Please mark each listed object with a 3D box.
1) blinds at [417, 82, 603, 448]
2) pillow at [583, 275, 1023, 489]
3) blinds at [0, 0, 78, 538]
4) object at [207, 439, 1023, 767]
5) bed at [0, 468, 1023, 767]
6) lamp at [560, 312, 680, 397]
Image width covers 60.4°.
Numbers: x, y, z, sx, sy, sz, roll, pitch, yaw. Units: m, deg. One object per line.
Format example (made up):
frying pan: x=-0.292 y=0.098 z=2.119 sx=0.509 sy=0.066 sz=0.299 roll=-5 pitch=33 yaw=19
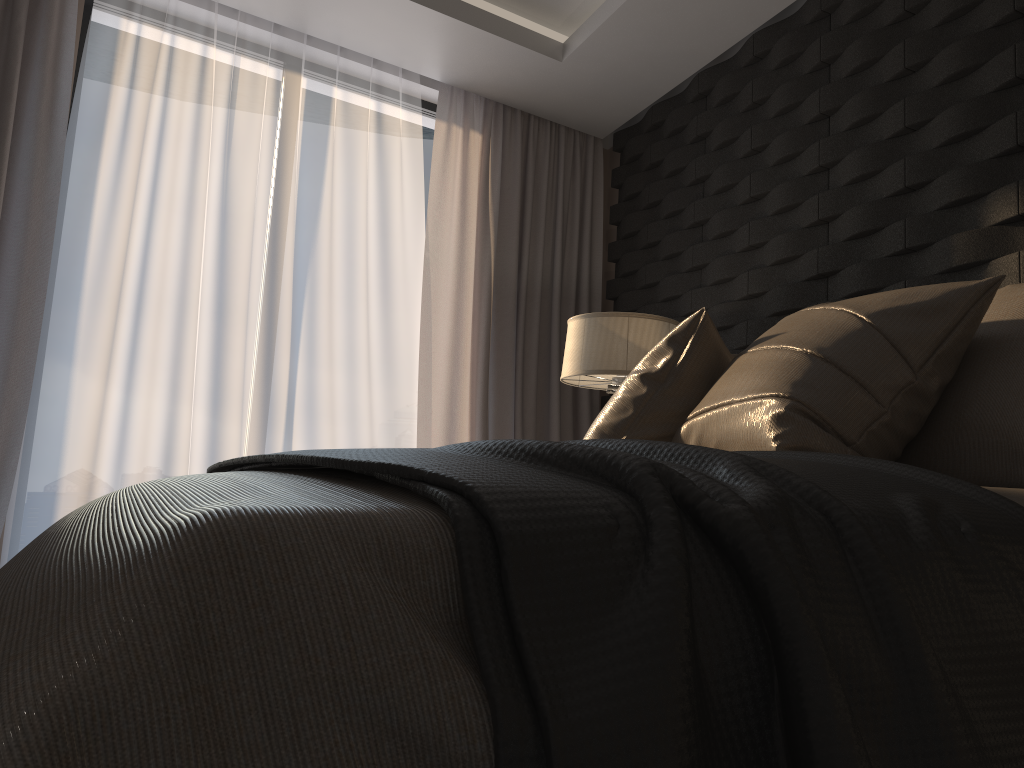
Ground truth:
blinds: x=0.065 y=-0.214 z=4.211 sx=1.053 sy=2.646 sz=0.322 roll=9 pitch=-10 yaw=-34
pillow: x=0.658 y=-0.024 z=1.907 sx=0.937 sy=0.519 sz=1.204 roll=6 pitch=-8 yaw=-22
blinds: x=-2.029 y=-0.494 z=2.714 sx=1.104 sy=2.647 sz=0.339 roll=9 pitch=-10 yaw=-33
object: x=-0.137 y=0.261 z=1.427 sx=0.646 sy=0.323 sz=1.959 roll=6 pitch=-8 yaw=-23
bed: x=0.275 y=0.484 z=1.612 sx=2.393 sy=0.625 sz=2.189 roll=6 pitch=-8 yaw=-24
lamp: x=0.407 y=0.087 z=3.273 sx=0.460 sy=0.632 sz=0.470 roll=2 pitch=-8 yaw=8
